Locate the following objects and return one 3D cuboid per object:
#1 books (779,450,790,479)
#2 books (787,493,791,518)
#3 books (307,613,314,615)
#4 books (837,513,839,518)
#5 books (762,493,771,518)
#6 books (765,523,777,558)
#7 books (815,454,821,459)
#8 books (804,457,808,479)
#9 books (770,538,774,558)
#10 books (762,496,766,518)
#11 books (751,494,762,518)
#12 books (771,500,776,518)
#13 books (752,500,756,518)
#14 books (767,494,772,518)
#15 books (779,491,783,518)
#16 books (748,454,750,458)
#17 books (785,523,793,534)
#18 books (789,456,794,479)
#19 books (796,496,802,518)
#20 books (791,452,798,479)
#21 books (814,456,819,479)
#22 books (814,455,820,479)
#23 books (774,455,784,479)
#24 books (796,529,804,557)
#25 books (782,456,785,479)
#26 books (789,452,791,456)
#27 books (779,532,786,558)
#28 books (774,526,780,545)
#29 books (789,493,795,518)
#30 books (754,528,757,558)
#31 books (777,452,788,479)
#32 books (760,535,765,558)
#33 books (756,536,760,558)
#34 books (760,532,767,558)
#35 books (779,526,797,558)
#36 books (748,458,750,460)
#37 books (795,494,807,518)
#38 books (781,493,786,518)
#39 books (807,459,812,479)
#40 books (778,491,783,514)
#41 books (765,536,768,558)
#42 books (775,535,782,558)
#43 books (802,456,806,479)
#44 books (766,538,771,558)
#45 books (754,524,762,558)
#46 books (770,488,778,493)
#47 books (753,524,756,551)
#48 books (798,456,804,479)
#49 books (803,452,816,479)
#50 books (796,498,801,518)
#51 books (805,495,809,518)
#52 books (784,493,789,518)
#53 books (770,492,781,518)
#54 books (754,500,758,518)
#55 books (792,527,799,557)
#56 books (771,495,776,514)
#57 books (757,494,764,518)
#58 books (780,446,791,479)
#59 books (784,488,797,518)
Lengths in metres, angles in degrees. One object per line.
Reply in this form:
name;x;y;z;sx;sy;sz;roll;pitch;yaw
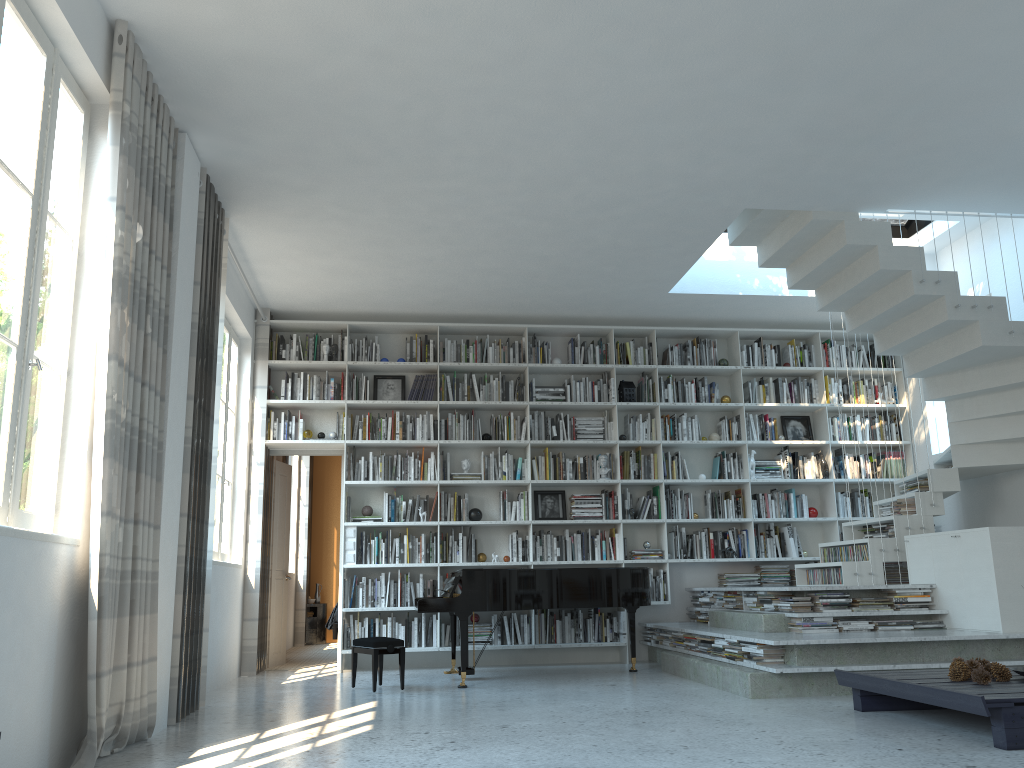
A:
books;2.663;0.802;8.661;0.011;0.299;0.184;0;-13;-7
books;2.656;1.189;8.601;0.012;0.253;0.161;0;-13;-7
books;-2.761;3.066;11.836;0.133;0.022;0.189;-13;-18;42
books;3.105;1.181;8.656;0.085;0.277;0.160;0;-13;-7
books;2.426;1.185;8.548;0.045;0.245;0.186;0;-13;-7
books;2.480;1.502;8.498;0.014;0.332;0.169;0;-13;-7
books;3.050;0.822;8.743;0.029;0.283;0.139;0;-13;-7
books;2.862;0.844;8.713;0.028;0.234;0.129;0;-13;-7
books;2.462;1.575;8.483;0.024;0.184;0.149;0;-13;-7
books;2.400;1.197;8.547;0.011;0.222;0.163;0;-13;-7
books;2.347;1.187;8.544;0.047;0.243;0.177;0;-13;-7
books;2.488;1.218;8.552;0.027;0.181;0.186;0;-13;-7
books;2.298;1.215;8.537;0.023;0.186;0.160;0;-13;-7
books;2.459;1.192;8.567;0.026;0.238;0.177;0;-13;-7
books;2.560;1.177;8.561;0.012;0.261;0.187;0;-13;-7
books;2.288;0.821;8.637;0.028;0.266;0.138;0;-13;-7
books;2.673;1.512;8.539;0.012;0.325;0.136;0;-12;-7
books;2.693;0.835;8.665;0.030;0.236;0.179;0;-13;-7
books;2.769;1.206;8.610;0.037;0.218;0.140;0;-13;-7
books;2.749;0.815;8.681;0.059;0.281;0.167;0;-13;-7
books;2.946;0.836;8.695;0.041;0.238;0.177;0;-13;-7
books;2.977;0.832;8.715;0.024;0.254;0.145;0;-13;-7
books;2.607;0.828;8.665;0.012;0.253;0.161;0;-13;-7
books;2.737;1.535;8.529;0.062;0.273;0.148;0;-13;-7
books;2.622;0.836;8.683;0.023;0.246;0.138;0;-13;-7
books;2.712;0.818;8.689;0.013;0.279;0.131;0;-12;-7
books;2.564;1.549;8.501;0.031;0.239;0.172;0;-13;-7
books;2.541;1.522;8.523;0.010;0.303;0.132;0;-12;-7
books;2.676;1.188;8.578;0.023;0.243;0.190;0;-13;-7
books;2.304;1.525;8.479;0.015;0.286;0.138;0;-13;-7
books;2.648;0.816;8.683;0.012;0.284;0.160;0;-13;-7
books;2.368;1.561;8.479;0.023;0.214;0.164;0;-13;-7
books;2.326;1.564;8.485;0.033;0.213;0.140;0;-13;-7
books;2.388;1.545;8.474;0.015;0.243;0.157;0;-13;-7
books;2.621;1.515;8.473;0.075;0.290;0.255;0;-13;-7
books;2.264;0.836;8.599;0.027;0.221;0.184;0;-13;-7
books;2.800;1.196;8.607;0.025;0.235;0.181;0;-13;-7
books;2.598;1.190;8.588;0.026;0.246;0.166;0;-13;-7
books;2.890;0.853;8.707;0.025;0.212;0.156;0;-13;-7
books;2.580;1.177;8.585;0.011;0.271;0.152;0;-13;-7
books;2.406;1.564;8.484;0.025;0.209;0.137;0;-13;-7
books;2.514;1.559;8.489;0.052;0.216;0.185;0;-13;-7
books;2.833;0.836;8.712;0.031;0.249;0.133;0;-13;-7
books;2.434;1.575;8.486;0.030;0.187;0.140;0;-13;-7
books;2.348;1.508;8.499;0.013;0.326;0.131;0;-12;-7
books;2.546;1.163;8.580;0.013;0.298;0.148;0;-13;-7
books;2.289;1.500;8.480;0.014;0.336;0.132;0;-12;-7
books;2.804;0.836;8.689;0.031;0.241;0.147;0;-13;-7
books;2.915;0.820;8.693;0.021;0.270;0.192;0;-13;-7
books;2.738;1.211;8.589;0.030;0.200;0.190;0;-13;-7
books;2.826;1.203;8.610;0.027;0.222;0.170;0;-13;-7
books;2.621;1.185;8.571;0.014;0.248;0.177;0;-13;-7
books;2.528;1.179;8.552;0.028;0.254;0.192;0;-13;-7
books;2.321;1.216;8.537;0.022;0.183;0.163;0;-13;-7
books;2.695;1.526;8.516;0.025;0.286;0.160;0;-13;-7
books;2.506;1.197;8.569;0.012;0.229;0.179;0;-13;-7
books;2.381;1.188;8.560;0.024;0.246;0.143;0;-13;-7
books;2.673;0.783;8.665;0.010;0.338;0.180;0;-13;-7
books;2.700;1.166;8.590;0.026;0.289;0.181;0;-13;-7
